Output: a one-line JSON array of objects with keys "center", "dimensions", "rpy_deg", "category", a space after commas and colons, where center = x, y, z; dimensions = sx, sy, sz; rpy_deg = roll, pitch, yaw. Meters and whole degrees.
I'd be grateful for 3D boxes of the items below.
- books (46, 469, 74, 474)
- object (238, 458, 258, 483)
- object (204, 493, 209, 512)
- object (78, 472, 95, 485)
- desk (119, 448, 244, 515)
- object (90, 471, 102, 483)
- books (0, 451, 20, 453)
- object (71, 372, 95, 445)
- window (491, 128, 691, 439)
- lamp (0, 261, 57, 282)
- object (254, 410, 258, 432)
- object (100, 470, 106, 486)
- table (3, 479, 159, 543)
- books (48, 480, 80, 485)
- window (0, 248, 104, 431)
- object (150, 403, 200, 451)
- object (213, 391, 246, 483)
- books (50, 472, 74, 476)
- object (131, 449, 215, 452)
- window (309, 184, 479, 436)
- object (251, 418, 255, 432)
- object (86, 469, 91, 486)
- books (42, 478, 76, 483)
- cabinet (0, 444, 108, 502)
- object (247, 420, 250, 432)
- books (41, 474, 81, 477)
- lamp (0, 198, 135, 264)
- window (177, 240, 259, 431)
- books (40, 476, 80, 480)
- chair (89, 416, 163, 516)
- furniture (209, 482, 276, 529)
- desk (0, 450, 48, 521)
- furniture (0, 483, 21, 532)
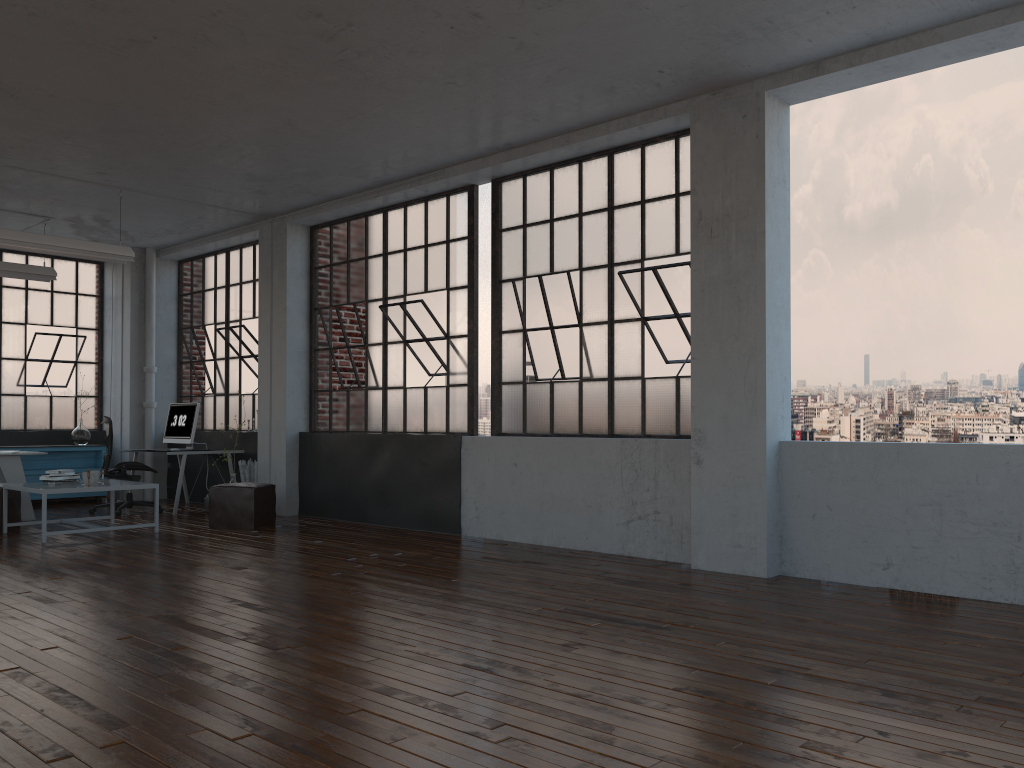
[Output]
[{"center": [-4.116, 0.796, 8.070], "dimensions": [0.141, 0.026, 0.202], "rpy_deg": [-1, -3, 13], "category": "books"}, {"center": [-2.933, 1.131, 10.037], "dimensions": [0.293, 0.627, 0.274], "rpy_deg": [0, -1, -5], "category": "object"}, {"center": [-3.403, 1.300, 9.944], "dimensions": [0.107, 0.280, 0.293], "rpy_deg": [0, -2, -22], "category": "object"}, {"center": [-3.812, 0.849, 7.948], "dimensions": [0.129, 0.109, 0.101], "rpy_deg": [2, -2, -39], "category": "object"}, {"center": [-3.880, 1.117, 10.381], "dimensions": [1.227, 0.688, 0.933], "rpy_deg": [-2, -3, 43], "category": "desk"}, {"center": [-3.865, 0.861, 8.225], "dimensions": [0.129, 0.109, 0.101], "rpy_deg": [2, -2, -39], "category": "object"}, {"center": [-5.184, 0.697, 9.062], "dimensions": [0.205, 0.019, 0.243], "rpy_deg": [0, -3, -7], "category": "books"}, {"center": [-5.418, 0.311, 11.295], "dimensions": [0.434, 0.939, 0.232], "rpy_deg": [-1, -1, 24], "category": "object"}, {"center": [0.784, -0.714, 7.011], "dimensions": [2.591, 2.389, 0.670], "rpy_deg": [-2, -2, 43], "category": "window"}, {"center": [-5.684, -1.262, 9.095], "dimensions": [0.202, 0.205, 1.878], "rpy_deg": [-2, -3, 43], "category": "lamp"}, {"center": [-2.976, 0.431, 10.373], "dimensions": [0.084, 0.256, 0.084], "rpy_deg": [1, -1, -25], "category": "object"}, {"center": [-3.625, 0.826, 7.856], "dimensions": [0.055, 0.153, 0.055], "rpy_deg": [0, -1, 19], "category": "object"}, {"center": [-3.922, 1.133, 8.071], "dimensions": [0.973, 0.444, 0.992], "rpy_deg": [-2, -3, 43], "category": "table"}, {"center": [-4.102, 0.901, 8.113], "dimensions": [0.171, 0.028, 0.218], "rpy_deg": [-2, -3, 43], "category": "books"}, {"center": [-6.374, -0.543, 11.025], "dimensions": [0.670, 2.389, 2.591], "rpy_deg": [-1, -2, 43], "category": "window"}, {"center": [-3.929, 0.497, 10.337], "dimensions": [0.714, 0.552, 0.377], "rpy_deg": [-2, -2, 44], "category": "object"}, {"center": [-2.883, 0.722, 9.109], "dimensions": [0.330, 1.339, 0.619], "rpy_deg": [0, -1, -11], "category": "object"}, {"center": [-4.100, 0.820, 8.084], "dimensions": [0.185, 0.026, 0.125], "rpy_deg": [1, -3, -17], "category": "books"}, {"center": [-3.932, 0.780, 10.332], "dimensions": [0.848, 0.008, 0.687], "rpy_deg": [-2, -4, 44], "category": "object"}, {"center": [-1.273, -0.632, 8.917], "dimensions": [2.591, 2.389, 0.670], "rpy_deg": [-2, -2, 43], "category": "window"}, {"center": [-3.039, 0.484, 10.433], "dimensions": [0.066, 0.160, 0.066], "rpy_deg": [0, -1, -16], "category": "object"}, {"center": [-3.723, 0.825, 7.797], "dimensions": [0.052, 0.148, 0.052], "rpy_deg": [0, -1, -7], "category": "object"}, {"center": [-4.133, 0.878, 8.098], "dimensions": [0.274, 0.025, 0.210], "rpy_deg": [1, -3, -27], "category": "books"}, {"center": [-6.097, 1.113, 10.626], "dimensions": [0.627, 0.732, 2.263], "rpy_deg": [-1, -3, 43], "category": "cabinet"}, {"center": [-3.100, 0.488, 10.438], "dimensions": [0.055, 0.153, 0.055], "rpy_deg": [0, -1, 2], "category": "object"}, {"center": [-4.123, 0.837, 8.104], "dimensions": [0.200, 0.014, 0.275], "rpy_deg": [-2, -3, 43], "category": "books"}, {"center": [-4.333, -1.518, 7.921], "dimensions": [0.202, 0.628, 1.878], "rpy_deg": [-1, -2, 43], "category": "lamp"}, {"center": [-3.531, -0.542, 11.011], "dimensions": [2.591, 2.389, 0.670], "rpy_deg": [-2, -2, 43], "category": "window"}, {"center": [-4.131, 0.854, 8.099], "dimensions": [0.200, 0.031, 0.272], "rpy_deg": [-1, -3, 18], "category": "books"}, {"center": [-4.323, 0.901, 9.991], "dimensions": [0.792, 1.085, 0.770], "rpy_deg": [1, -2, -43], "category": "chair"}, {"center": [-2.622, 1.193, 8.640], "dimensions": [0.503, 0.460, 0.504], "rpy_deg": [0, -2, 10], "category": "furniture"}, {"center": [-5.915, 1.040, 8.791], "dimensions": [1.075, 0.704, 2.078], "rpy_deg": [-2, -3, 43], "category": "desk"}, {"center": [-4.945, 1.159, 8.309], "dimensions": [0.503, 0.460, 0.504], "rpy_deg": [0, -2, -9], "category": "furniture"}]
